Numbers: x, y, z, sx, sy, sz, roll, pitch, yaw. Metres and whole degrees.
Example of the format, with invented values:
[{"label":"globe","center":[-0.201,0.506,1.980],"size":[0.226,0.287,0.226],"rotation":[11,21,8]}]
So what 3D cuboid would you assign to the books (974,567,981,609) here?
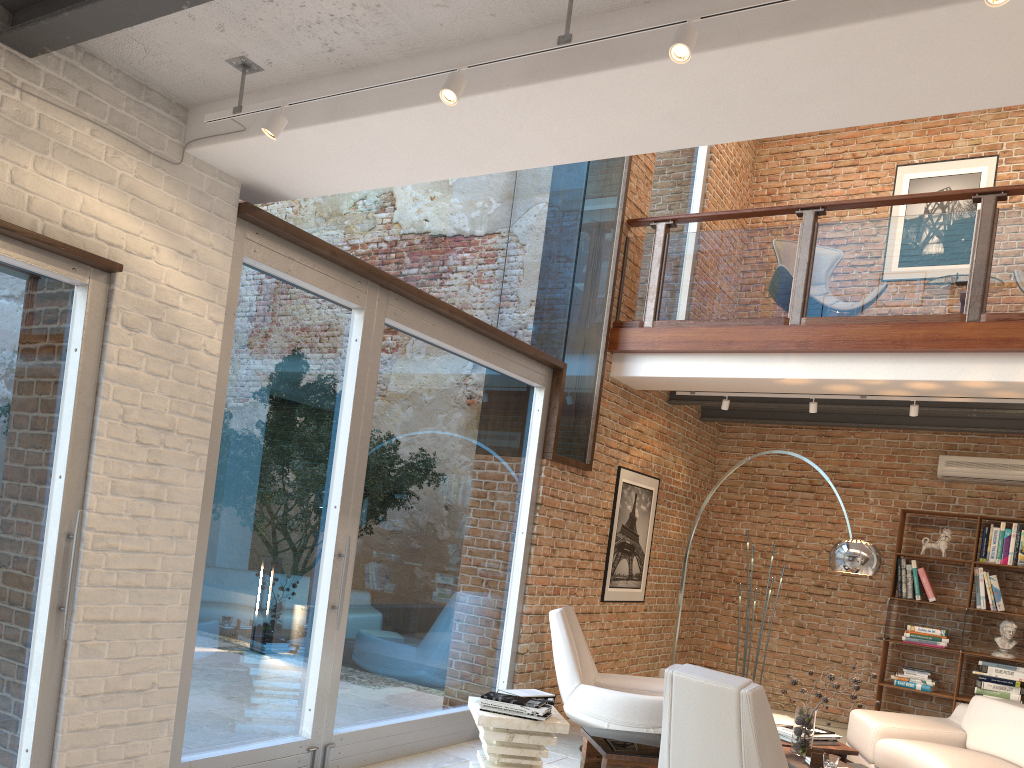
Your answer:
[{"label":"books","center":[4.317,1.889,8.069],"size":[0.100,0.380,0.248],"rotation":[7,-2,32]}]

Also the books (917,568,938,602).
[{"label":"books","center":[3.957,1.913,8.295],"size":[0.193,0.316,0.259],"rotation":[6,-4,32]}]

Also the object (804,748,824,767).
[{"label":"object","center":[1.714,2.108,4.907],"size":[0.094,0.081,0.116],"rotation":[7,-6,4]}]

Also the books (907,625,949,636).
[{"label":"books","center":[3.939,2.332,8.254],"size":[0.324,0.055,0.260],"rotation":[1,-11,34]}]

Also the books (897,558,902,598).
[{"label":"books","center":[3.751,1.873,8.402],"size":[0.090,0.381,0.248],"rotation":[7,-2,32]}]

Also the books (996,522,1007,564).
[{"label":"books","center":[4.477,1.463,7.978],"size":[0.036,0.380,0.248],"rotation":[8,-2,32]}]

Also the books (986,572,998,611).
[{"label":"books","center":[4.408,1.907,8.006],"size":[0.123,0.345,0.277],"rotation":[7,-3,32]}]

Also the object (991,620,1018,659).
[{"label":"object","center":[4.482,2.311,7.911],"size":[0.197,0.347,0.194],"rotation":[9,-3,-42]}]

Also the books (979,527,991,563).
[{"label":"books","center":[4.375,1.492,8.055],"size":[0.055,0.326,0.259],"rotation":[8,-3,32]}]

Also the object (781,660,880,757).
[{"label":"object","center":[1.878,1.906,5.127],"size":[0.541,0.602,0.319],"rotation":[7,-2,3]}]

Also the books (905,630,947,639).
[{"label":"books","center":[3.929,2.370,8.261],"size":[0.353,0.020,0.278],"rotation":[2,-11,30]}]

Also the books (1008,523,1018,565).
[{"label":"books","center":[4.553,1.464,7.924],"size":[0.036,0.380,0.248],"rotation":[8,-2,32]}]

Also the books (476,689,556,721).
[{"label":"books","center":[0.064,1.780,4.891],"size":[0.387,0.078,0.580],"rotation":[5,-10,16]}]

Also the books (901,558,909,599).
[{"label":"books","center":[3.786,1.874,8.389],"size":[0.090,0.381,0.248],"rotation":[7,-2,32]}]

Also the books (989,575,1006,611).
[{"label":"books","center":[4.440,1.913,7.969],"size":[0.157,0.326,0.259],"rotation":[6,-3,32]}]

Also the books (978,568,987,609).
[{"label":"books","center":[4.336,1.885,8.029],"size":[0.102,0.380,0.248],"rotation":[7,-2,32]}]

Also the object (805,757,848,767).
[{"label":"object","center":[1.794,2.128,4.826],"size":[0.271,0.034,0.253],"rotation":[7,-10,4]}]

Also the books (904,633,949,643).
[{"label":"books","center":[3.916,2.394,8.243],"size":[0.377,0.036,0.249],"rotation":[3,-11,25]}]

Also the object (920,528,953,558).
[{"label":"object","center":[3.999,1.487,8.210],"size":[0.250,0.280,0.132],"rotation":[4,-3,40]}]

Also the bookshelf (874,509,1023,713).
[{"label":"bookshelf","center":[4.919,2.327,7.629],"size":[3.012,2.179,0.370],"rotation":[3,-2,32]}]

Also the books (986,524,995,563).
[{"label":"books","center":[4.409,1.478,8.034],"size":[0.020,0.356,0.276],"rotation":[8,-3,32]}]

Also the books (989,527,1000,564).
[{"label":"books","center":[4.432,1.489,7.999],"size":[0.055,0.326,0.259],"rotation":[8,-3,32]}]

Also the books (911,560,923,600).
[{"label":"books","center":[3.870,1.876,8.323],"size":[0.120,0.378,0.248],"rotation":[7,-2,32]}]

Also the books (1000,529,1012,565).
[{"label":"books","center":[4.520,1.494,7.966],"size":[0.055,0.326,0.259],"rotation":[8,-3,32]}]

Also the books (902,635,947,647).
[{"label":"books","center":[3.906,2.432,8.255],"size":[0.377,0.036,0.249],"rotation":[2,-11,27]}]

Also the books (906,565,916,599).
[{"label":"books","center":[3.836,1.905,8.379],"size":[0.101,0.331,0.259],"rotation":[7,-3,32]}]

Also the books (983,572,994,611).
[{"label":"books","center":[4.384,1.905,8.010],"size":[0.123,0.345,0.277],"rotation":[7,-3,32]}]

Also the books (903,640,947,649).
[{"label":"books","center":[3.914,2.462,8.256],"size":[0.353,0.020,0.278],"rotation":[1,-12,32]}]

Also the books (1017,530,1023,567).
[{"label":"books","center":[4.618,1.491,7.876],"size":[0.055,0.326,0.259],"rotation":[8,-3,32]}]

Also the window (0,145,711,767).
[{"label":"window","center":[-1.762,-1.353,3.443],"size":[0.641,6.330,12.595],"rotation":[8,-6,32]}]

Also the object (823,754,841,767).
[{"label":"object","center":[1.742,2.074,4.764],"size":[0.091,0.084,0.092],"rotation":[8,-5,-8]}]

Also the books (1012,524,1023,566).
[{"label":"books","center":[4.590,1.467,7.913],"size":[0.036,0.380,0.248],"rotation":[8,-2,32]}]

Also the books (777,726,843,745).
[{"label":"books","center":[1.887,2.258,5.616],"size":[0.406,0.073,0.251],"rotation":[12,-10,-26]}]
